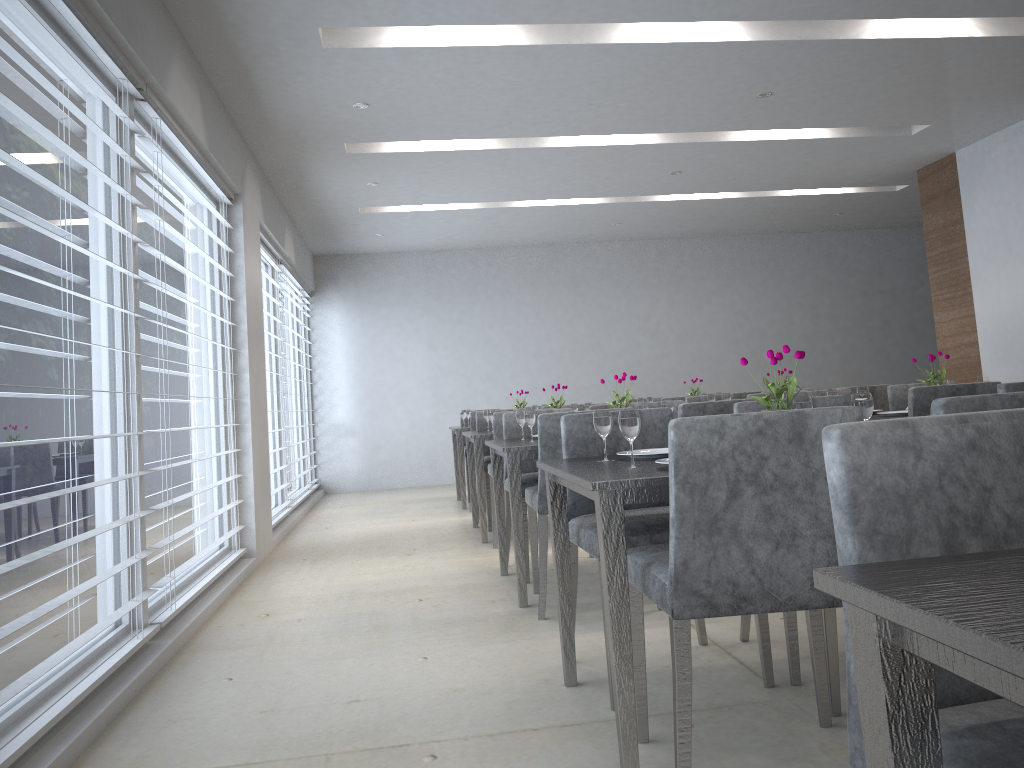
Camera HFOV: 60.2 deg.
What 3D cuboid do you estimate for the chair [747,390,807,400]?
[{"bbox_3d":[1.600,0.435,5.442,0.477,0.767,0.489,-4,-4,-2],"label":"chair"}]

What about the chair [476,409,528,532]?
[{"bbox_3d":[0.001,0.557,5.962,0.477,0.767,0.488,-3,-4,-12],"label":"chair"}]

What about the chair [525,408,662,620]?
[{"bbox_3d":[0.302,0.487,3.561,0.477,0.767,0.489,-4,-4,-2],"label":"chair"}]

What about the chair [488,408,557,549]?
[{"bbox_3d":[0.096,0.536,5.249,0.477,0.767,0.489,-4,-4,-2],"label":"chair"}]

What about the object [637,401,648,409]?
[{"bbox_3d":[0.619,0.151,4.163,0.053,0.140,0.053,-7,-6,35],"label":"object"}]

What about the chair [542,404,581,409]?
[{"bbox_3d":[0.397,0.553,7.130,0.477,0.767,0.488,-3,-4,-12],"label":"chair"}]

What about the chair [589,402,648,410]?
[{"bbox_3d":[0.611,0.502,5.373,0.477,0.767,0.488,-3,-4,-12],"label":"chair"}]

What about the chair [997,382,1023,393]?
[{"bbox_3d":[1.914,0.359,2.796,0.477,0.767,0.488,-3,-4,-12],"label":"chair"}]

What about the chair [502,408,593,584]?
[{"bbox_3d":[0.207,0.508,4.274,0.477,0.767,0.488,-3,-4,-12],"label":"chair"}]

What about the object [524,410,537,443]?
[{"bbox_3d":[0.082,0.181,3.802,0.053,0.140,0.053,-7,-6,35],"label":"object"}]

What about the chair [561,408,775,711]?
[{"bbox_3d":[0.410,0.460,2.603,0.477,0.767,0.488,-3,-4,-12],"label":"chair"}]

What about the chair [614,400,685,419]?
[{"bbox_3d":[0.748,0.472,4.335,0.477,0.767,0.489,-4,-4,-2],"label":"chair"}]

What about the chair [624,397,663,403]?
[{"bbox_3d":[1.290,0.507,7.912,0.477,0.767,0.488,-3,-4,-12],"label":"chair"}]

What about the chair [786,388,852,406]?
[{"bbox_3d":[1.710,0.407,4.467,0.477,0.767,0.488,-3,-4,-12],"label":"chair"}]

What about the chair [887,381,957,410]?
[{"bbox_3d":[2.251,0.371,4.528,0.477,0.767,0.489,-4,-4,-2],"label":"chair"}]

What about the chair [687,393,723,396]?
[{"bbox_3d":[1.831,0.470,7.973,0.477,0.767,0.489,-4,-4,-2],"label":"chair"}]

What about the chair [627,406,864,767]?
[{"bbox_3d":[0.506,0.439,1.890,0.477,0.767,0.489,-4,-4,-2],"label":"chair"}]

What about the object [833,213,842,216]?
[{"bbox_3d":[3.350,-1.746,9.107,0.088,0.007,0.089,-5,-2,38],"label":"object"}]

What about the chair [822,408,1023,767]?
[{"bbox_3d":[0.627,0.409,0.832,0.477,0.767,0.488,-3,-4,-12],"label":"chair"}]

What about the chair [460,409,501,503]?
[{"bbox_3d":[-0.213,0.607,7.719,0.477,0.767,0.488,-3,-4,-12],"label":"chair"}]

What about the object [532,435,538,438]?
[{"bbox_3d":[0.197,0.242,4.136,0.217,0.015,0.215,-4,-1,-7],"label":"object"}]

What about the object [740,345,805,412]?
[{"bbox_3d":[0.696,0.039,2.304,0.155,0.278,0.103,-3,-5,-10],"label":"object"}]

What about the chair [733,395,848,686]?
[{"bbox_3d":[0.951,0.424,2.664,0.477,0.767,0.489,-4,-4,-2],"label":"chair"}]

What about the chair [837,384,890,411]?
[{"bbox_3d":[2.114,0.401,5.566,0.477,0.767,0.488,-3,-4,-12],"label":"chair"}]

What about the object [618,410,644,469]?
[{"bbox_3d":[0.286,0.133,2.128,0.053,0.140,0.053,-8,-7,41],"label":"object"}]

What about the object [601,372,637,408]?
[{"bbox_3d":[0.492,0.087,3.975,0.155,0.278,0.103,-3,-5,-10],"label":"object"}]

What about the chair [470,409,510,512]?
[{"bbox_3d":[-0.118,0.586,7.006,0.477,0.767,0.489,-4,-4,-2],"label":"chair"}]

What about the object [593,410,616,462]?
[{"bbox_3d":[0.251,0.141,2.416,0.053,0.140,0.053,-7,-6,35],"label":"object"}]

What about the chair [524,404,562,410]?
[{"bbox_3d":[0.328,0.571,7.781,0.477,0.767,0.489,-4,-4,-2],"label":"chair"}]

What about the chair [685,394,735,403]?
[{"bbox_3d":[1.504,0.456,6.155,0.477,0.767,0.488,-3,-4,-12],"label":"chair"}]

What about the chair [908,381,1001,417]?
[{"bbox_3d":[1.805,0.386,3.754,0.477,0.767,0.489,-4,-4,-2],"label":"chair"}]

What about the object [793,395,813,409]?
[{"bbox_3d":[0.823,0.103,2.489,0.053,0.140,0.053,-7,-6,35],"label":"object"}]

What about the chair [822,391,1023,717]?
[{"bbox_3d":[1.021,0.406,2.014,0.477,0.767,0.488,-3,-4,-12],"label":"chair"}]

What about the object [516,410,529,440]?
[{"bbox_3d":[0.047,0.189,4.090,0.053,0.140,0.053,-7,-6,35],"label":"object"}]

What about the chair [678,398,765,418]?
[{"bbox_3d":[0.817,0.454,3.685,0.477,0.767,0.488,-3,-4,-12],"label":"chair"}]

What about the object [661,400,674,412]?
[{"bbox_3d":[0.695,0.141,3.932,0.053,0.140,0.053,-7,-6,35],"label":"object"}]

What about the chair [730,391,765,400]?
[{"bbox_3d":[1.900,0.452,7.323,0.477,0.767,0.488,-3,-4,-12],"label":"chair"}]

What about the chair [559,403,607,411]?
[{"bbox_3d":[0.542,0.520,6.023,0.477,0.767,0.489,-4,-4,-2],"label":"chair"}]

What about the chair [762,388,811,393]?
[{"bbox_3d":[2.045,0.419,6.216,0.477,0.767,0.489,-4,-4,-2],"label":"chair"}]

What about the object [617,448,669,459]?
[{"bbox_3d":[0.400,0.194,2.465,0.217,0.015,0.215,-4,-1,-7],"label":"object"}]

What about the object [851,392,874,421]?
[{"bbox_3d":[0.899,0.093,2.258,0.053,0.140,0.053,-8,-7,41],"label":"object"}]

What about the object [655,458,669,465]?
[{"bbox_3d":[0.447,0.183,2.085,0.217,0.015,0.215,-4,-1,-7],"label":"object"}]

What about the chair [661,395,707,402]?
[{"bbox_3d":[1.385,0.485,7.199,0.477,0.767,0.489,-4,-4,-2],"label":"chair"}]
